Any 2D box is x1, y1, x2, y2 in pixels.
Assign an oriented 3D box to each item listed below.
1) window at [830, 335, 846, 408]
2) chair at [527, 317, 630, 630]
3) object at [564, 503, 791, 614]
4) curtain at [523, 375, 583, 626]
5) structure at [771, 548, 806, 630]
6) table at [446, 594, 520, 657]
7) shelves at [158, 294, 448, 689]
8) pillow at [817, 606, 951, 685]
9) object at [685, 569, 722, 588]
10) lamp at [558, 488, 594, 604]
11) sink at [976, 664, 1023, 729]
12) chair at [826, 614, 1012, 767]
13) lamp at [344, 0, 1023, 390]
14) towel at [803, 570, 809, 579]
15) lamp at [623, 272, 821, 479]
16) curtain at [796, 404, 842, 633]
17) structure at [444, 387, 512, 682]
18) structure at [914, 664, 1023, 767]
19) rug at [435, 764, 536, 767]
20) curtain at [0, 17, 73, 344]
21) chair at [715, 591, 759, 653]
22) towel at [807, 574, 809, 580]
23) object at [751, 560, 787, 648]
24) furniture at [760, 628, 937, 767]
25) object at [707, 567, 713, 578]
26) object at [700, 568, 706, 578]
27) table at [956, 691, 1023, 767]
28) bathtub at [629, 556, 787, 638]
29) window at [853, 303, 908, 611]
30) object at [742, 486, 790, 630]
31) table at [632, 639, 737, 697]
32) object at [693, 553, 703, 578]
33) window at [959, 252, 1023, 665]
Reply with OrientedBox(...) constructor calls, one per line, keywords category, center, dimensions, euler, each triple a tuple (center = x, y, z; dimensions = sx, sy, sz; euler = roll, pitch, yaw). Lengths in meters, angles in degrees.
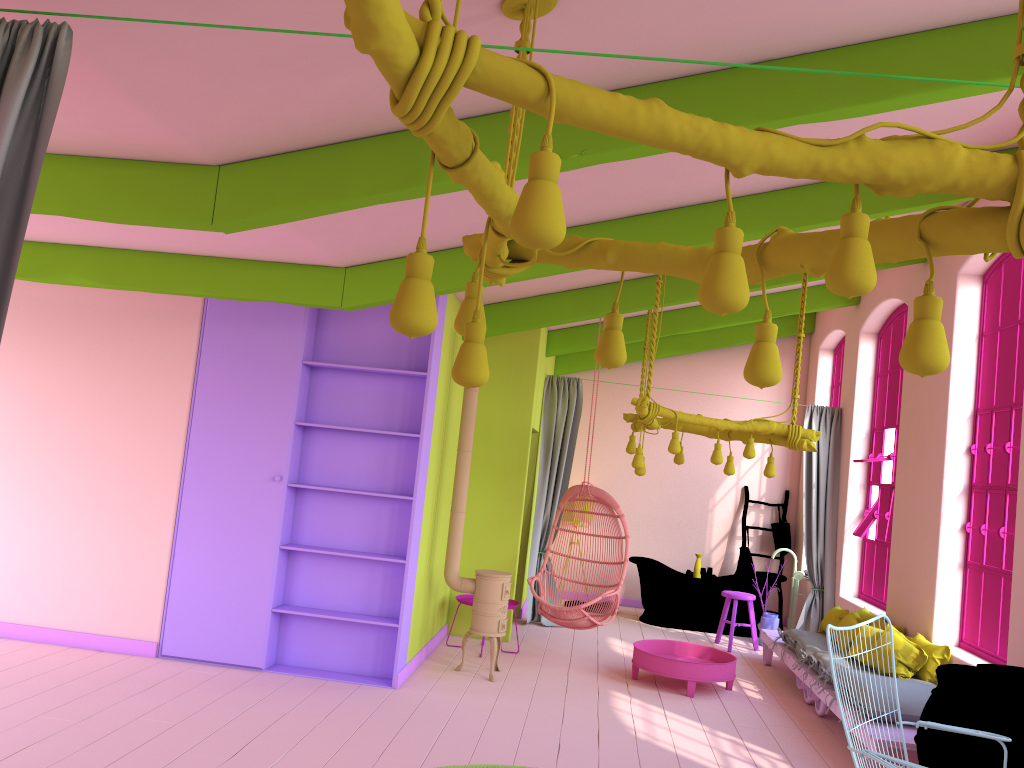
OrientedBox(category="window", center=(3.914, 0.864, 10.583), dimensions=(0.072, 3.044, 1.276), euler=(6, -4, 6))
OrientedBox(category="chair", center=(0.707, 0.687, 8.221), dimensions=(0.860, 3.127, 0.807), euler=(4, -5, 26))
OrientedBox(category="object", center=(1.785, 1.845, 7.844), dimensions=(2.826, 1.579, 7.873), euler=(5, -5, 7))
OrientedBox(category="curtain", center=(0.452, 1.264, 9.973), dimensions=(0.518, 2.783, 0.525), euler=(7, -4, -13))
OrientedBox(category="structure", center=(3.333, 2.516, 10.629), dimensions=(0.254, 1.060, 0.451), euler=(10, -6, -40))
OrientedBox(category="table", center=(-0.249, 2.221, 8.182), dimensions=(0.596, 0.458, 0.596), euler=(2, -6, 43))
OrientedBox(category="shelves", center=(-1.595, 0.646, 6.850), dimensions=(1.841, 3.101, 0.385), euler=(6, -4, 6))
OrientedBox(category="pillow", center=(2.952, 2.095, 7.326), dimensions=(0.578, 0.399, 1.999), euler=(6, -5, 6))
OrientedBox(category="object", center=(2.319, 2.361, 10.759), dimensions=(0.360, 0.068, 1.325), euler=(6, -5, 6))
OrientedBox(category="lamp", center=(0.780, 2.097, 11.560), dimensions=(0.491, 1.465, 0.477), euler=(3, -5, 36))
OrientedBox(category="sink", center=(2.448, 1.484, 4.174), dimensions=(0.340, 0.194, 0.610), euler=(6, -5, 6))
OrientedBox(category="chair", center=(1.764, 1.645, 3.534), dimensions=(0.924, 1.237, 1.080), euler=(2, -6, 40))
OrientedBox(category="lamp", center=(0.379, -1.069, 2.416), dimensions=(1.611, 2.262, 1.776), euler=(7, -5, -12))
OrientedBox(category="towel", center=(3.668, 2.315, 10.741), dimensions=(0.262, 0.102, 0.248), euler=(5, -5, 7))
OrientedBox(category="lamp", center=(1.614, -0.274, 7.823), dimensions=(1.611, 2.262, 1.776), euler=(7, -5, -12))
OrientedBox(category="curtain", center=(3.354, 1.600, 9.661), dimensions=(0.518, 2.783, 0.525), euler=(4, -5, 25))
OrientedBox(category="structure", center=(-0.181, 0.978, 7.434), dimensions=(0.577, 2.812, 0.404), euler=(4, -5, 23))
OrientedBox(category="structure", center=(2.648, 2.059, 4.975), dimensions=(0.718, 0.844, 0.718), euler=(8, -5, -27))
OrientedBox(category="rug", center=(0.114, 2.117, 4.111), dimensions=(1.889, 0.050, 1.890), euler=(7, -5, -7))
OrientedBox(category="curtain", center=(-1.503, 0.386, 2.063), dimensions=(0.518, 2.783, 0.525), euler=(7, -4, -13))
OrientedBox(category="chair", center=(2.419, 2.562, 9.615), dimensions=(0.473, 0.592, 0.446), euler=(8, -5, -25))
OrientedBox(category="towel", center=(3.643, 2.289, 10.475), dimensions=(0.247, 0.102, 0.262), euler=(6, -5, -3))
OrientedBox(category="object", center=(2.869, 2.434, 9.929), dimensions=(0.277, 0.986, 0.451), euler=(10, -6, -40))
OrientedBox(category="furniture", center=(2.740, 2.431, 7.234), dimensions=(0.907, 0.506, 3.779), euler=(6, -5, 6))
OrientedBox(category="object", center=(2.389, 2.305, 10.724), dimensions=(0.069, 0.170, 0.069), euler=(4, -5, 25))
OrientedBox(category="object", center=(2.274, 2.280, 10.572), dimensions=(0.069, 0.170, 0.069), euler=(4, -5, 25))
OrientedBox(category="table", center=(2.504, 1.924, 3.477), dimensions=(0.655, 0.820, 2.195), euler=(6, -5, 6))
OrientedBox(category="bathtub", center=(2.329, 2.574, 10.739), dimensions=(1.889, 0.739, 0.827), euler=(6, -5, 6))
OrientedBox(category="window", center=(3.735, 0.691, 8.689), dimensions=(0.551, 3.007, 1.515), euler=(6, -4, 6))
OrientedBox(category="object", center=(3.235, 2.223, 11.422), dimensions=(0.603, 1.763, 0.410), euler=(6, -4, 6))
OrientedBox(category="table", center=(1.476, 2.445, 7.643), dimensions=(0.885, 0.285, 0.886), euler=(3, -6, 32))
OrientedBox(category="object", center=(2.251, 2.219, 10.746), dimensions=(0.097, 0.320, 0.097), euler=(5, -5, 17))
OrientedBox(category="window", center=(3.504, 0.447, 6.255), dimensions=(0.072, 3.044, 1.276), euler=(6, -4, 6))
